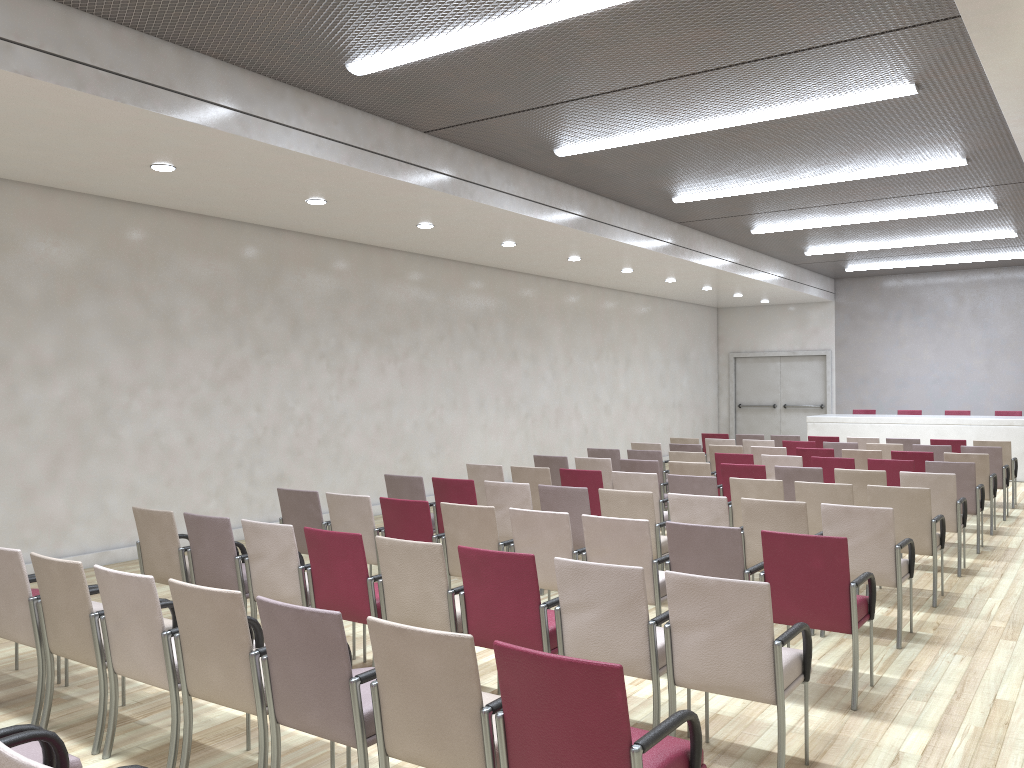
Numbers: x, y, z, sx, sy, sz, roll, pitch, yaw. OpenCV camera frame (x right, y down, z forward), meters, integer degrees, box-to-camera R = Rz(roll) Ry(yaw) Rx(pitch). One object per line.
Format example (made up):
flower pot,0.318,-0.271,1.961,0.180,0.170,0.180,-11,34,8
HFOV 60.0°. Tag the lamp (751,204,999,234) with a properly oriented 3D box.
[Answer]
lamp,5.045,-2.327,12.628,3.304,0.045,0.198,-1,0,34

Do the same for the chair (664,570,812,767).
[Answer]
chair,0.996,1.229,3.863,0.513,0.890,0.640,0,0,34

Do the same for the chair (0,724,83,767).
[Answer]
chair,-1.762,1.250,2.773,0.513,0.890,0.640,0,0,34

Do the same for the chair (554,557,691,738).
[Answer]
chair,0.543,1.233,4.177,0.513,0.890,0.640,0,0,33

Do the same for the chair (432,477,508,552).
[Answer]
chair,-0.340,1.244,7.761,0.513,0.890,0.640,0,0,34

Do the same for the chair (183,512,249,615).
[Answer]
chair,-1.728,1.253,5.730,0.513,0.890,0.640,0,0,35

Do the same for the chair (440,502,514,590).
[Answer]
chair,-0.134,1.241,6.121,0.513,0.890,0.640,0,0,34

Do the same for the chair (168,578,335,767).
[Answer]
chair,-1.070,1.246,3.786,0.513,0.890,0.640,0,0,34

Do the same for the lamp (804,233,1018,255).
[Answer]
lamp,6.627,-2.337,14.946,3.304,0.045,0.198,-1,0,34

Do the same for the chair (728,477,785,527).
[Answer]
chair,2.170,1.224,7.540,0.513,0.890,0.640,0,0,34

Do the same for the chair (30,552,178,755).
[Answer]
chair,-1.975,1.254,4.398,0.513,0.890,0.640,0,0,35

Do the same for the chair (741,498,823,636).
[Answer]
chair,1.926,1.224,6.214,0.513,0.890,0.640,0,0,35

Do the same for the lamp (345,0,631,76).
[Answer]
lamp,0.215,-2.296,5.554,3.304,0.045,0.198,-1,0,34

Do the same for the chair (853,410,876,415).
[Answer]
chair,7.030,0.969,17.850,0.513,0.890,0.640,0,0,34

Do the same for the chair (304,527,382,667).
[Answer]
chair,-0.819,1.245,5.104,0.513,0.890,0.640,0,0,35

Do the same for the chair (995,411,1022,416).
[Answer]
chair,9.156,0.950,16.399,0.513,0.890,0.640,0,0,34

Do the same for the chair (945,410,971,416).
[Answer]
chair,8.448,0.956,16.883,0.513,0.890,0.640,0,0,34

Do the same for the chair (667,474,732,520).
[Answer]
chair,1.709,1.228,7.841,0.513,0.890,0.640,0,0,35

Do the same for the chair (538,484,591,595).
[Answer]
chair,0.558,1.236,7.131,0.513,0.890,0.640,0,0,34

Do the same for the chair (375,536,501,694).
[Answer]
chair,-0.368,1.241,4.790,0.513,0.890,0.640,0,0,34

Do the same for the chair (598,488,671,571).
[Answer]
chair,1.006,1.232,6.830,0.513,0.890,0.640,0,0,34

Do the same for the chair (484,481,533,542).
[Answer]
chair,0.120,1.240,7.451,0.513,0.890,0.640,0,0,34

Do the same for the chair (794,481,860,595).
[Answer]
chair,2.611,1.220,7.220,0.513,0.890,0.640,0,0,34

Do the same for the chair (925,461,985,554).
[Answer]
chair,4.461,1.207,8.945,0.513,0.890,0.640,0,0,34

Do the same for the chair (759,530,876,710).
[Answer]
chair,1.687,1.225,4.869,0.513,0.890,0.640,0,0,34

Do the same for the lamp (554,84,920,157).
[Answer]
lamp,1.829,-2.306,7.918,3.304,0.045,0.198,-1,0,34

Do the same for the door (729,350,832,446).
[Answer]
door,6.264,0.450,20.722,2.373,2.400,0.200,0,0,34

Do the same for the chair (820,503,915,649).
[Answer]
chair,2.371,1.220,5.905,0.513,0.890,0.640,0,0,35

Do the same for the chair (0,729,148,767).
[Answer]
chair,-1.304,1.246,2.465,0.513,0.890,0.640,0,0,33

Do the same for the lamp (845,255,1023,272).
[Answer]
lamp,8.235,-2.348,17.301,3.304,0.045,0.198,-1,0,34

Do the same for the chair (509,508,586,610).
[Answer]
chair,0.334,1.237,5.814,0.513,0.890,0.640,0,0,35

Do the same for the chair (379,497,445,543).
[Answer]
chair,-0.591,1.245,6.424,0.513,0.890,0.640,0,0,34

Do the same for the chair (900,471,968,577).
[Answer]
chair,3.764,1.211,7.931,0.513,0.890,0.640,0,0,33

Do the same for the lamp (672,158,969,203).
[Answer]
lamp,3.420,-2.317,10.248,3.304,0.045,0.198,-1,0,34

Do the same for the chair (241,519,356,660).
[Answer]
chair,-1.268,1.249,5.420,0.513,0.890,0.640,0,0,35

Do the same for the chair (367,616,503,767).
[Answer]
chair,-0.147,1.238,3.160,0.513,0.890,0.640,0,0,34

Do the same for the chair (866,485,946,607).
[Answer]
chair,3.075,1.216,6.923,0.513,0.890,0.640,0,0,34

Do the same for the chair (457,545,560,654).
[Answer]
chair,0.083,1.237,4.490,0.513,0.890,0.640,0,0,34

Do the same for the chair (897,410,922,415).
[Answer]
chair,7.739,0.963,17.367,0.513,0.890,0.640,0,0,34

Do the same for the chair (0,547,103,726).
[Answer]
chair,-2.431,1.258,4.714,0.513,0.890,0.640,0,0,34

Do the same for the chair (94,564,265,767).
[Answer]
chair,-1.518,1.250,4.079,0.513,0.890,0.640,0,0,35

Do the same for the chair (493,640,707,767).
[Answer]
chair,0.295,1.234,2.852,0.513,0.890,0.640,0,0,35

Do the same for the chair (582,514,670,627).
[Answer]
chair,0.774,1.233,5.501,0.513,0.890,0.640,0,0,34

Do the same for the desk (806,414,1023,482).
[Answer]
desk,7.446,1.114,16.229,3.652,1.042,1.456,-1,0,34

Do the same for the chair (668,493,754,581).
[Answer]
chair,1.480,1.228,6.517,0.513,0.890,0.640,0,0,35

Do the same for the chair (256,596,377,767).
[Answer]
chair,-0.613,1.242,3.462,0.513,0.890,0.640,0,0,35

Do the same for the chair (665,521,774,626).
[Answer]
chair,1.235,1.229,5.199,0.513,0.890,0.640,0,0,35
